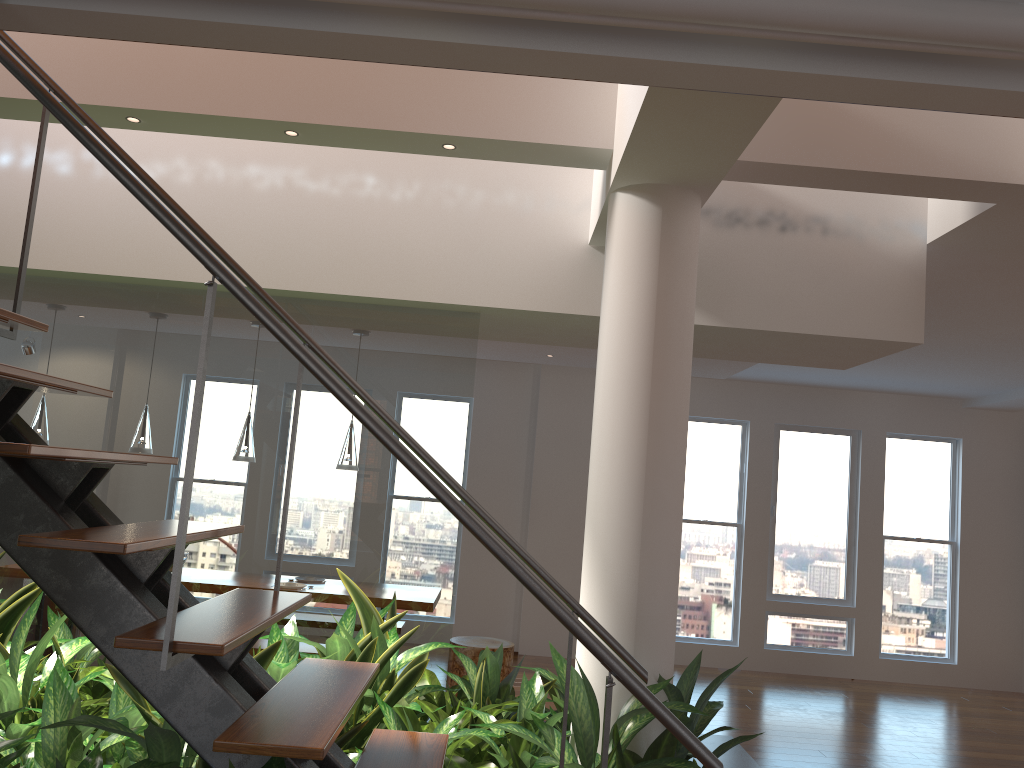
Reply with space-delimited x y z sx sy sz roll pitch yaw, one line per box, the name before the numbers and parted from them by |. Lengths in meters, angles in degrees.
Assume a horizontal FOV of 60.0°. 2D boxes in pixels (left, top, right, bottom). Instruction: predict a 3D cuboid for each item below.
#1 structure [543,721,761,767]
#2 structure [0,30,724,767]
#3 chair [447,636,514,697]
structure | -1.080 1.590 2.855 5.584 0.386 3.088 5 -7 0
structure | -1.566 -0.554 2.880 4.591 4.265 2.552 5 -7 0
chair | -0.228 2.038 6.302 0.460 0.400 0.460 4 -7 9
